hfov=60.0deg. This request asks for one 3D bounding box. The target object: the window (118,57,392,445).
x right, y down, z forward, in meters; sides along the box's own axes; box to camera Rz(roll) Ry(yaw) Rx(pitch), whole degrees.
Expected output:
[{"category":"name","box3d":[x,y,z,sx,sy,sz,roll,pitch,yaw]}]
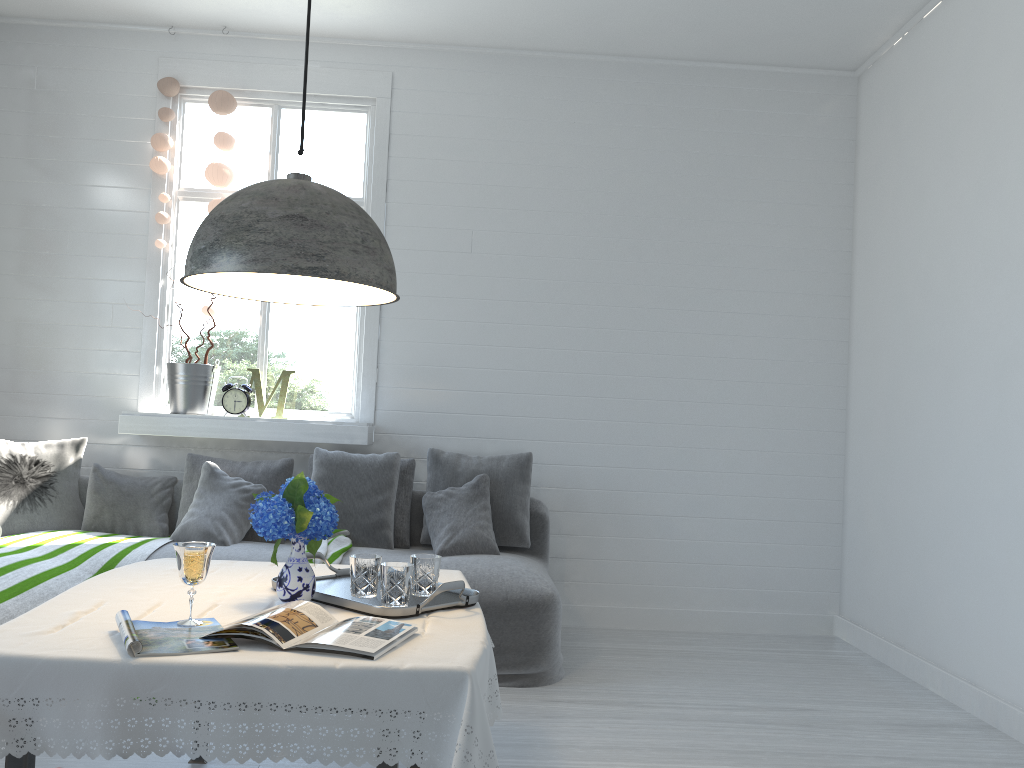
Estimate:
[{"category":"window","box3d":[-1.562,-0.853,5.545,1.482,2.397,0.379,3,-2,-2]}]

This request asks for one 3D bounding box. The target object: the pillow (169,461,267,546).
[{"category":"pillow","box3d":[-1.618,0.669,4.892,0.380,0.463,0.417,2,-2,12]}]

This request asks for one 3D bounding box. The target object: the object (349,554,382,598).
[{"category":"object","box3d":[-0.431,0.562,2.598,0.095,0.119,0.095,3,-2,-18]}]

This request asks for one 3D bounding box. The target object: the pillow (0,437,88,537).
[{"category":"pillow","box3d":[-2.701,0.573,4.973,0.395,0.560,0.639,1,-3,37]}]

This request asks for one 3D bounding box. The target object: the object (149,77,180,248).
[{"category":"object","box3d":[-2.203,-1.396,5.587,0.153,1.088,0.150,4,-2,-27]}]

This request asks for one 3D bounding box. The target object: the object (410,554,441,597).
[{"category":"object","box3d":[-0.261,0.573,2.656,0.095,0.119,0.096,2,-2,22]}]

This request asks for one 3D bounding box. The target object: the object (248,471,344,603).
[{"category":"object","box3d":[-0.610,0.431,2.487,0.265,0.376,0.236,3,-2,0]}]

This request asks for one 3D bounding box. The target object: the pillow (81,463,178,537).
[{"category":"pillow","box3d":[-2.188,0.687,5.130,0.495,0.438,0.280,3,-2,-1]}]

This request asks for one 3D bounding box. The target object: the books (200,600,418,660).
[{"category":"books","box3d":[-0.470,0.574,2.106,0.422,0.049,0.300,2,-3,12]}]

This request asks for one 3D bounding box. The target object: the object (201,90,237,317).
[{"category":"object","box3d":[-1.839,-1.132,5.546,0.200,1.425,0.197,1,-2,38]}]

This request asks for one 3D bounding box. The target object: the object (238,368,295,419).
[{"category":"object","box3d":[-1.531,0.064,5.534,0.330,0.311,0.052,3,-2,-12]}]

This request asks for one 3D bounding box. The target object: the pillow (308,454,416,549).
[{"category":"pillow","box3d":[-0.900,0.685,5.193,0.641,0.520,0.280,3,-2,-2]}]

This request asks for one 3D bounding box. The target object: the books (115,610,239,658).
[{"category":"books","box3d":[-0.768,0.562,2.022,0.229,0.043,0.300,4,-3,-28]}]

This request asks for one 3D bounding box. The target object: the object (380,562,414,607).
[{"category":"object","box3d":[-0.324,0.561,2.475,0.095,0.119,0.096,2,-2,22]}]

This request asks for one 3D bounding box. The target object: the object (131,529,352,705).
[{"category":"object","box3d":[-1.135,0.981,4.398,0.622,0.832,1.582,2,-3,22]}]

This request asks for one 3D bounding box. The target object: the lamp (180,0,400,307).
[{"category":"lamp","box3d":[-0.570,-1.281,2.538,0.601,2.043,0.601,4,-2,-32]}]

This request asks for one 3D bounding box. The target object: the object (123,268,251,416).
[{"category":"object","box3d":[-1.886,-0.288,5.201,0.847,0.935,0.635,0,-3,45]}]

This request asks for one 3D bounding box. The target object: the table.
[{"category":"table","box3d":[-0.694,0.967,2.520,1.327,0.724,1.671,3,-3,-1]}]

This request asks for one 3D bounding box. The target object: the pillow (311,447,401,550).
[{"category":"pillow","box3d":[-0.904,0.660,5.048,0.509,0.572,0.296,3,-2,-2]}]

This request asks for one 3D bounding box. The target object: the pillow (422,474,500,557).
[{"category":"pillow","box3d":[-0.282,0.735,4.946,0.380,0.463,0.416,3,-2,-17]}]

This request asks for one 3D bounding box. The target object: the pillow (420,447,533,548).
[{"category":"pillow","box3d":[-0.201,0.667,5.212,0.639,0.560,0.279,3,-2,-2]}]

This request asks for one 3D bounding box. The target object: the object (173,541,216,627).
[{"category":"object","box3d":[-0.769,0.481,2.134,0.098,0.191,0.098,2,-2,18]}]

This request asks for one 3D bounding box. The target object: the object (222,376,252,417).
[{"category":"object","box3d":[-1.677,0.079,5.402,0.182,0.250,0.075,3,-2,-2]}]

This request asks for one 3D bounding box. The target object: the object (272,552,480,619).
[{"category":"object","box3d":[-0.411,0.590,2.656,0.651,0.092,0.399,0,-4,40]}]

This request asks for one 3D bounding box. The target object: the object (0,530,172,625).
[{"category":"object","box3d":[-2.299,0.978,3.506,1.043,0.473,3.166,3,-3,-2]}]

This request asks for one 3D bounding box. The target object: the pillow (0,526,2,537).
[{"category":"pillow","box3d":[-2.809,0.559,4.342,0.344,0.526,0.616,3,-2,-3]}]

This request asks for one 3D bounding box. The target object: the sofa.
[{"category":"sofa","box3d":[-1.372,0.959,3.707,3.407,0.898,3.397,3,-3,-3]}]

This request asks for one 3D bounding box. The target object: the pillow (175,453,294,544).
[{"category":"pillow","box3d":[-1.613,0.678,5.152,0.639,0.521,0.279,3,-2,-3]}]
